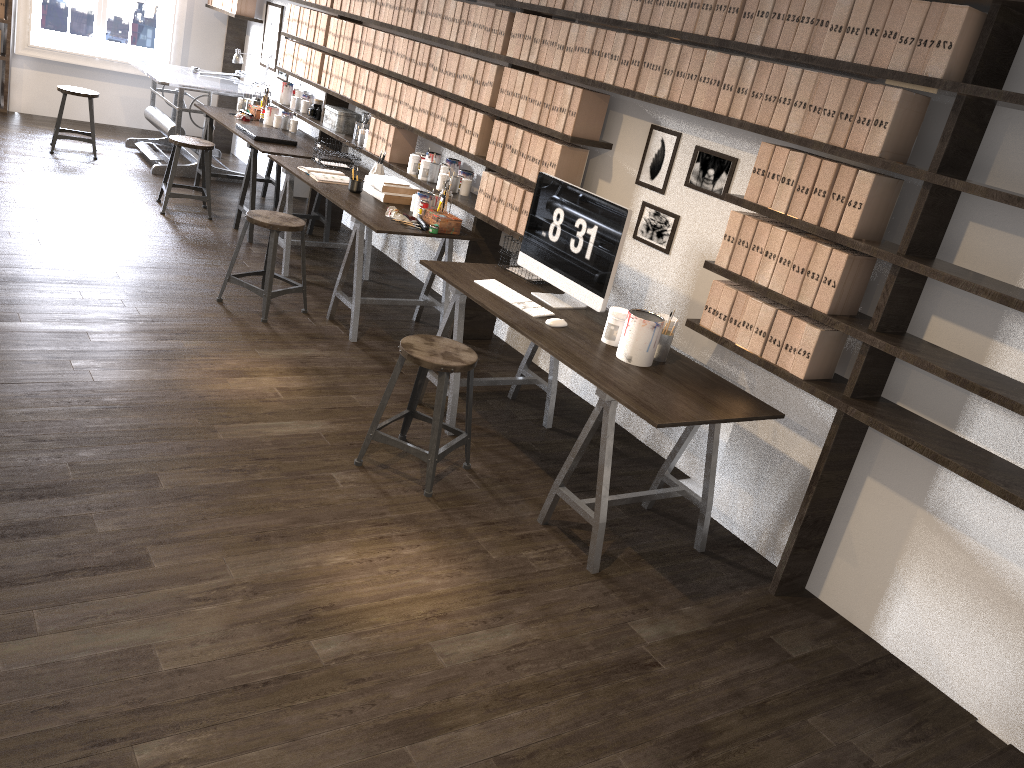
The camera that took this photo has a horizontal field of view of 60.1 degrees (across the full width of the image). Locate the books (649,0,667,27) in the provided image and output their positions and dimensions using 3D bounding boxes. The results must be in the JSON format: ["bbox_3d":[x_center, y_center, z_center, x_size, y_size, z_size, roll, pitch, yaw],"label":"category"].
[{"bbox_3d":[0.697,-1.617,3.777,0.174,0.222,0.068,-1,24,-36],"label":"books"}]

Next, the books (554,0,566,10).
[{"bbox_3d":[0.316,-1.912,4.296,0.174,0.222,0.068,-1,24,-36],"label":"books"}]

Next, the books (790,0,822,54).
[{"bbox_3d":[1.113,-1.285,3.185,0.174,0.222,0.068,-1,24,-36],"label":"books"}]

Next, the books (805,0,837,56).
[{"bbox_3d":[1.152,-1.257,3.138,0.174,0.222,0.068,-1,24,-36],"label":"books"}]

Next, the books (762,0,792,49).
[{"bbox_3d":[1.043,-1.344,3.293,0.174,0.222,0.068,-1,24,-36],"label":"books"}]

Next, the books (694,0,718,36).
[{"bbox_3d":[0.844,-1.499,3.567,0.174,0.222,0.068,-1,24,-36],"label":"books"}]

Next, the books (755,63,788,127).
[{"bbox_3d":[1.025,-1.065,3.314,0.174,0.222,0.068,-1,24,-36],"label":"books"}]

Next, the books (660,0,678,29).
[{"bbox_3d":[0.731,-1.587,3.722,0.174,0.222,0.068,-1,24,-36],"label":"books"}]

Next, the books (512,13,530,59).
[{"bbox_3d":[0.113,-1.779,4.575,0.174,0.222,0.068,-1,24,-36],"label":"books"}]

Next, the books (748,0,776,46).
[{"bbox_3d":[1.001,-1.374,3.343,0.174,0.222,0.068,-1,24,-36],"label":"books"}]

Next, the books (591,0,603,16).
[{"bbox_3d":[0.475,-1.790,4.083,0.174,0.222,0.068,-1,24,-36],"label":"books"}]

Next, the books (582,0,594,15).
[{"bbox_3d":[0.437,-1.820,4.136,0.174,0.222,0.068,-1,24,-36],"label":"books"}]

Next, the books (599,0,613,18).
[{"bbox_3d":[0.507,-1.762,4.029,0.174,0.222,0.068,-1,24,-36],"label":"books"}]

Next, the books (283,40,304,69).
[{"bbox_3d":[-1.745,-2.651,7.169,0.174,0.222,0.068,-1,24,-36],"label":"books"}]

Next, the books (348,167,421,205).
[{"bbox_3d":[-0.770,-1.179,5.255,0.385,0.145,0.299,-2,25,-36],"label":"books"}]

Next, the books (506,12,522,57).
[{"bbox_3d":[0.083,-1.806,4.625,0.174,0.222,0.068,-1,24,-36],"label":"books"}]

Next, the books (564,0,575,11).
[{"bbox_3d":[0.361,-1.881,4.243,0.174,0.222,0.068,-1,24,-36],"label":"books"}]

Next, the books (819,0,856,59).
[{"bbox_3d":[1.185,-1.230,3.090,0.174,0.222,0.068,-1,24,-36],"label":"books"}]

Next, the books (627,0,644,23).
[{"bbox_3d":[0.617,-1.676,3.878,0.174,0.222,0.068,-1,24,-36],"label":"books"}]

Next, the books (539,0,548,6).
[{"bbox_3d":[0.244,-1.972,4.403,0.174,0.222,0.068,-1,24,-36],"label":"books"}]

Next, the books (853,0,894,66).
[{"bbox_3d":[1.263,-1.170,2.984,0.174,0.222,0.068,-1,24,-36],"label":"books"}]

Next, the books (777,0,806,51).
[{"bbox_3d":[1.081,-1.314,3.239,0.174,0.222,0.068,-1,24,-36],"label":"books"}]

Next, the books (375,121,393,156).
[{"bbox_3d":[-0.793,-1.605,5.843,0.174,0.222,0.068,-1,24,-36],"label":"books"}]

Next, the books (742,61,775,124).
[{"bbox_3d":[0.989,-1.095,3.367,0.174,0.222,0.068,-1,24,-36],"label":"books"}]

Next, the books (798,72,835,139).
[{"bbox_3d":[1.136,-0.978,3.160,0.174,0.222,0.068,-1,24,-36],"label":"books"}]

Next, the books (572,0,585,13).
[{"bbox_3d":[0.396,-1.850,4.187,0.174,0.222,0.068,-1,24,-36],"label":"books"}]

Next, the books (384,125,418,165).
[{"bbox_3d":[-0.716,-1.545,5.737,0.174,0.222,0.068,-1,24,-36],"label":"books"}]

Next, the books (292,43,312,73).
[{"bbox_3d":[-1.634,-2.564,7.015,0.174,0.222,0.068,-1,24,-36],"label":"books"}]

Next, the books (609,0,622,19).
[{"bbox_3d":[0.547,-1.734,3.982,0.174,0.222,0.068,-1,24,-36],"label":"books"}]

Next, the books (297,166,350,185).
[{"bbox_3d":[-1.140,-1.292,5.467,0.256,0.029,0.360,-1,26,-35],"label":"books"}]

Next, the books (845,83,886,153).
[{"bbox_3d":[1.247,-0.891,3.006,0.174,0.222,0.068,-1,24,-36],"label":"books"}]

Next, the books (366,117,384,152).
[{"bbox_3d":[-0.872,-1.664,5.943,0.174,0.222,0.068,-1,24,-36],"label":"books"}]

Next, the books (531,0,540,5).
[{"bbox_3d":[0.206,-1.998,4.448,0.174,0.222,0.068,-1,24,-36],"label":"books"}]

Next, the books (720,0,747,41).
[{"bbox_3d":[0.922,-1.435,3.452,0.174,0.222,0.068,-1,24,-36],"label":"books"}]

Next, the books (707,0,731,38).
[{"bbox_3d":[0.887,-1.467,3.511,0.174,0.222,0.068,-1,24,-36],"label":"books"}]

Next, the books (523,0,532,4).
[{"bbox_3d":[0.167,-2.029,4.502,0.174,0.222,0.068,-1,24,-36],"label":"books"}]

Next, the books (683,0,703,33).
[{"bbox_3d":[0.806,-1.526,3.612,0.174,0.222,0.068,-1,24,-36],"label":"books"}]

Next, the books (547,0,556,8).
[{"bbox_3d":[0.281,-1.944,4.355,0.174,0.222,0.068,-1,24,-36],"label":"books"}]

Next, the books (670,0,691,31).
[{"bbox_3d":[0.767,-1.556,3.666,0.174,0.222,0.068,-1,24,-36],"label":"books"}]

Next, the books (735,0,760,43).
[{"bbox_3d":[0.967,-1.404,3.399,0.174,0.222,0.068,-1,24,-36],"label":"books"}]

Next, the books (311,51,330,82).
[{"bbox_3d":[-1.410,-2.389,6.706,0.174,0.222,0.068,-1,24,-36],"label":"books"}]

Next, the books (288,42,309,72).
[{"bbox_3d":[-1.675,-2.594,7.065,0.174,0.222,0.068,-1,24,-36],"label":"books"}]

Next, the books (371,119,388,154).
[{"bbox_3d":[-0.831,-1.635,5.896,0.174,0.222,0.068,-1,24,-36],"label":"books"}]

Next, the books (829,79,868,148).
[{"bbox_3d":[1.209,-0.921,3.060,0.174,0.222,0.068,-1,24,-36],"label":"books"}]

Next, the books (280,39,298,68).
[{"bbox_3d":[-1.784,-2.680,7.216,0.174,0.222,0.068,-1,24,-36],"label":"books"}]

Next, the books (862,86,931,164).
[{"bbox_3d":[1.282,-0.861,2.951,0.174,0.222,0.068,-1,24,-36],"label":"books"}]

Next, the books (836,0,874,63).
[{"bbox_3d":[1.222,-1.199,3.034,0.174,0.222,0.068,-1,24,-36],"label":"books"}]

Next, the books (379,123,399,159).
[{"bbox_3d":[-0.758,-1.575,5.787,0.174,0.222,0.068,-1,24,-36],"label":"books"}]

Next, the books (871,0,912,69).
[{"bbox_3d":[1.302,-1.140,2.933,0.174,0.222,0.068,-1,24,-36],"label":"books"}]

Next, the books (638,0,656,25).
[{"bbox_3d":[0.658,-1.646,3.828,0.174,0.222,0.068,-1,24,-36],"label":"books"}]

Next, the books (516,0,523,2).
[{"bbox_3d":[0.131,-2.060,4.558,0.174,0.222,0.068,-1,24,-36],"label":"books"}]

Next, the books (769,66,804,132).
[{"bbox_3d":[1.060,-1.035,3.259,0.174,0.222,0.068,-1,24,-36],"label":"books"}]

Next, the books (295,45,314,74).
[{"bbox_3d":[-1.595,-2.535,6.964,0.174,0.222,0.068,-1,24,-36],"label":"books"}]
